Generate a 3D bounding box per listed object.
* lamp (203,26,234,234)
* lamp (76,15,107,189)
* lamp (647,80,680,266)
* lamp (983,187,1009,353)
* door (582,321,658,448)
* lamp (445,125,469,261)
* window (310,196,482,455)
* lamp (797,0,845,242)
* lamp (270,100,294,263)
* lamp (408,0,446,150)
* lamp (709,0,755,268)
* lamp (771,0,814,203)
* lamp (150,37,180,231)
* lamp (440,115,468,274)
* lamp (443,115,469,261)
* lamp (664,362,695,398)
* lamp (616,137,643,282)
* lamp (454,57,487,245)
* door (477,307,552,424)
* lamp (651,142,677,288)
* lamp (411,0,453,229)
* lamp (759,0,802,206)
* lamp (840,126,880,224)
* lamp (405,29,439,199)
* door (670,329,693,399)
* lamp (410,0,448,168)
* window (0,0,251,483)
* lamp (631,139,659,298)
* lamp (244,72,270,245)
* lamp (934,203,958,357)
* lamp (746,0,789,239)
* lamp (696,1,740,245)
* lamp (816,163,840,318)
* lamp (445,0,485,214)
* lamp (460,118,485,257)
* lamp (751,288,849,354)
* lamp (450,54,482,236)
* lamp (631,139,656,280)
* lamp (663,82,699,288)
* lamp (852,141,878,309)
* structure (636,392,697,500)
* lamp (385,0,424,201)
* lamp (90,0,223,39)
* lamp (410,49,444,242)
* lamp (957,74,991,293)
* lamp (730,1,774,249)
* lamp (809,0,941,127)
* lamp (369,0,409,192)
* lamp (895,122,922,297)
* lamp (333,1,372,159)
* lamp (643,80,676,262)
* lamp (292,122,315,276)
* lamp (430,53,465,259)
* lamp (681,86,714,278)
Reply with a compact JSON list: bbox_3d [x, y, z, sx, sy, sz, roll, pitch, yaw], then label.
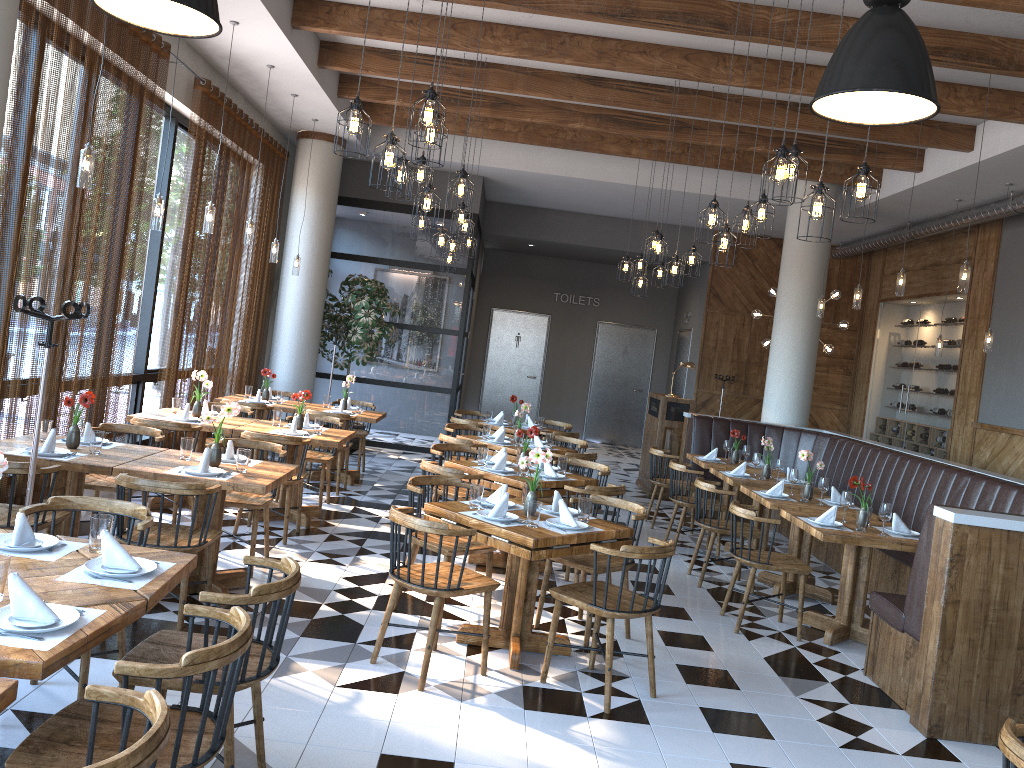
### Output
[{"bbox_3d":[-2.402,-2.227,7.350,0.078,1.964,0.078,7,0,7],"label":"lamp"},{"bbox_3d":[-2.375,-2.118,5.168,0.078,1.964,0.078,7,0,-25],"label":"lamp"},{"bbox_3d":[1.502,-2.157,8.416,0.174,2.070,0.175,7,0,-29],"label":"lamp"},{"bbox_3d":[5.188,-1.308,9.440,0.078,1.964,0.078,7,0,-15],"label":"lamp"},{"bbox_3d":[2.135,0.011,17.497,1.206,2.393,0.114,7,0,-1],"label":"door"},{"bbox_3d":[-0.595,-2.522,10.670,0.175,2.070,0.175,7,0,1],"label":"lamp"},{"bbox_3d":[-2.023,-0.914,13.881,2.727,3.548,2.187,7,1,-1],"label":"window"},{"bbox_3d":[1.721,-1.788,4.670,0.175,2.070,0.175,7,0,17],"label":"lamp"},{"bbox_3d":[-2.437,-2.275,9.495,0.078,1.964,0.078,7,0,-15],"label":"lamp"},{"bbox_3d":[-0.330,-2.279,4.651,0.175,2.070,0.175,7,0,-15],"label":"lamp"},{"bbox_3d":[1.629,-1.874,6.347,0.174,2.070,0.175,7,0,-30],"label":"lamp"},{"bbox_3d":[1.649,-2.038,4.878,0.175,2.070,0.175,7,0,17],"label":"lamp"},{"bbox_3d":[-2.403,-2.064,6.277,0.078,1.964,0.078,7,0,39],"label":"lamp"},{"bbox_3d":[-0.628,-2.342,10.455,0.175,2.070,0.175,7,0,12],"label":"lamp"},{"bbox_3d":[-0.580,-2.458,10.236,0.175,2.070,0.175,7,0,-22],"label":"lamp"},{"bbox_3d":[2.166,0.073,11.551,0.444,0.756,0.170,7,0,-26],"label":"lamp"},{"bbox_3d":[1.468,-2.257,10.568,0.175,2.070,0.174,7,0,32],"label":"lamp"},{"bbox_3d":[-0.351,-2.402,8.652,0.175,2.070,0.175,7,0,-17],"label":"lamp"},{"bbox_3d":[0.038,-0.253,17.470,1.206,2.393,0.114,7,0,-1],"label":"door"},{"bbox_3d":[1.842,-2.157,10.362,0.175,2.070,0.175,7,0,9],"label":"lamp"},{"bbox_3d":[-0.488,-2.136,6.236,0.175,2.070,0.175,7,0,18],"label":"lamp"},{"bbox_3d":[1.531,-1.988,4.702,0.175,2.070,0.175,7,0,6],"label":"lamp"},{"bbox_3d":[1.957,-1.890,4.681,0.175,2.070,0.175,7,0,-16],"label":"lamp"},{"bbox_3d":[-0.555,-2.387,6.446,0.175,2.070,0.175,7,0,18],"label":"lamp"},{"bbox_3d":[3.032,0.177,16.325,0.114,2.393,1.207,7,1,-1],"label":"door"},{"bbox_3d":[-0.336,-2.232,4.859,0.174,2.070,0.175,7,0,-26],"label":"lamp"},{"bbox_3d":[-2.248,-0.672,3.317,4.483,3.164,15.170,6,3,-24],"label":"window"},{"bbox_3d":[1.622,-2.057,10.448,0.175,2.070,0.174,7,0,43],"label":"lamp"},{"bbox_3d":[-2.413,-2.314,8.507,0.078,1.964,0.078,7,0,-11],"label":"lamp"},{"bbox_3d":[5.167,-1.299,10.491,0.078,1.964,0.078,7,0,31],"label":"lamp"},{"bbox_3d":[1.878,-2.072,6.280,0.174,2.070,0.175,7,0,-30],"label":"lamp"},{"bbox_3d":[1.505,-2.014,6.176,0.175,2.070,0.174,7,0,26],"label":"lamp"},{"bbox_3d":[3.746,-1.758,10.426,0.078,1.964,0.078,7,0,31],"label":"lamp"},{"bbox_3d":[-0.251,-2.239,6.243,0.175,2.070,0.175,7,0,-15],"label":"lamp"},{"bbox_3d":[-0.403,-2.551,10.576,0.175,2.070,0.175,7,0,12],"label":"lamp"},{"bbox_3d":[4.296,-1.315,13.062,1.158,2.192,1.190,7,1,-40],"label":"lamp"},{"bbox_3d":[-0.375,-2.453,8.446,0.175,2.070,0.175,7,0,-6],"label":"lamp"},{"bbox_3d":[1.650,-2.296,10.679,0.175,2.070,0.174,7,0,43],"label":"lamp"},{"bbox_3d":[1.672,-1.964,8.511,0.175,2.070,0.175,7,0,-18],"label":"lamp"},{"bbox_3d":[3.766,-1.768,9.374,0.078,1.964,0.078,7,0,-15],"label":"lamp"},{"bbox_3d":[2.127,0.815,11.827,0.645,1.300,1.046,7,1,-1],"label":"structure"},{"bbox_3d":[-0.676,-2.337,6.272,0.175,2.070,0.175,7,0,7],"label":"lamp"},{"bbox_3d":[-0.999,-2.083,2.789,0.389,1.864,0.391,7,0,-23],"label":"lamp"},{"bbox_3d":[-0.760,-2.403,8.498,0.174,2.070,0.175,7,0,-40],"label":"lamp"},{"bbox_3d":[3.800,-1.719,7.229,0.078,1.964,0.078,7,0,18],"label":"lamp"},{"bbox_3d":[1.818,-2.031,6.481,0.174,2.070,0.175,7,0,-41],"label":"lamp"},{"bbox_3d":[1.266,-1.797,2.820,0.390,1.864,0.391,7,0,-13],"label":"lamp"},{"bbox_3d":[-0.554,-2.080,4.774,0.175,2.070,0.175,7,0,-15],"label":"lamp"},{"bbox_3d":[3.789,-1.806,8.386,0.078,1.964,0.078,7,0,34],"label":"lamp"},{"bbox_3d":[-0.718,-2.227,4.647,0.175,2.070,0.174,7,0,42],"label":"lamp"},{"bbox_3d":[1.501,-2.223,8.624,0.175,2.070,0.175,7,0,-18],"label":"lamp"},{"bbox_3d":[-2.457,-2.265,10.546,0.078,1.964,0.078,7,0,31],"label":"lamp"},{"bbox_3d":[-0.579,-2.253,8.597,0.175,2.070,0.175,7,0,-6],"label":"lamp"},{"bbox_3d":[1.863,-2.078,8.646,0.175,2.070,0.174,7,0,39],"label":"lamp"}]
